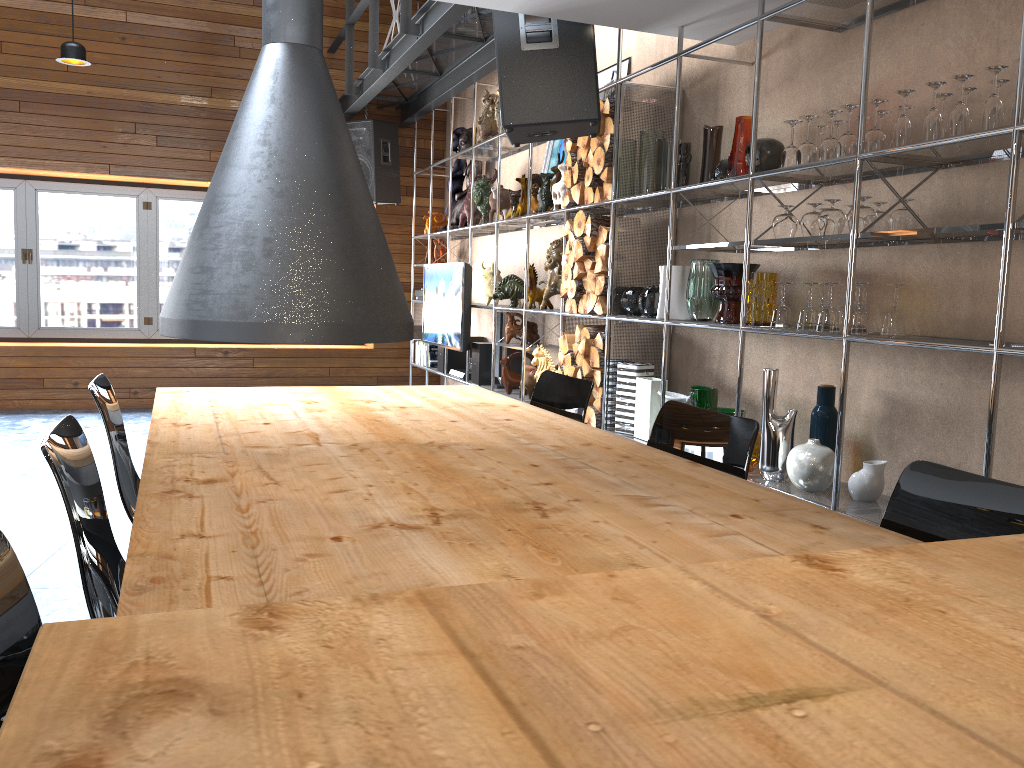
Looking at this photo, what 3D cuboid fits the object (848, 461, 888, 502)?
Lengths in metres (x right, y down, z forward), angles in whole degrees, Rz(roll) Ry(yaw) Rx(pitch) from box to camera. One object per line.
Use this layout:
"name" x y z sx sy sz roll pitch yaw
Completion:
"object" 1.227 0.333 3.064 0.100 0.142 0.102 -3 8 -41

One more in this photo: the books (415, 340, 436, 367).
"books" -0.743 -0.272 7.947 0.139 0.208 0.461 0 6 -21

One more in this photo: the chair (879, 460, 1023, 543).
"chair" 0.572 0.568 1.381 0.599 0.825 0.527 0 6 -21

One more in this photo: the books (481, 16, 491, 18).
"books" -0.204 -2.807 6.525 0.137 0.216 0.049 0 6 -21

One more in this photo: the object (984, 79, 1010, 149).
"object" 1.414 -0.787 2.593 0.060 0.191 0.060 3 6 15

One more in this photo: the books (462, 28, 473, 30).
"books" -0.306 -2.845 6.840 0.164 0.219 0.010 0 6 -21

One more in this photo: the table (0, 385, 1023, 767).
"table" 0.346 0.592 0.587 1.185 0.927 6.000 0 6 -21

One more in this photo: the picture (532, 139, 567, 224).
"picture" 0.298 -1.368 5.753 0.136 0.625 0.544 0 6 -21

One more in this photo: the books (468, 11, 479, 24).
"books" -0.276 -2.816 6.665 0.111 0.198 0.008 0 6 -21

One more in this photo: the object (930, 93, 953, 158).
"object" 1.343 -0.809 2.781 0.060 0.191 0.060 2 6 5

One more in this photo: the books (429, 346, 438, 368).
"books" -0.656 -0.238 7.759 0.138 0.185 0.081 0 6 -21

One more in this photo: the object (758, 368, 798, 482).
"object" 1.010 0.155 3.358 0.129 0.420 0.129 0 6 -17

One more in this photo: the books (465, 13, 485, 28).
"books" -0.280 -2.837 6.755 0.161 0.223 0.017 0 6 -21

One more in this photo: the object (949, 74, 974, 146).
"object" 1.288 -0.786 2.551 0.060 0.191 0.060 2 6 5

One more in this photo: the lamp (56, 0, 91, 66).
"lamp" -2.876 -2.908 5.788 0.210 1.565 0.210 4 6 17

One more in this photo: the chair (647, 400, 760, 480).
"chair" 0.267 0.475 2.186 0.599 0.825 0.527 0 6 -21

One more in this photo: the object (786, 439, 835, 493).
"object" 1.077 0.292 3.181 0.177 0.188 0.177 4 6 20

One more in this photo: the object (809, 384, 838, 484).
"object" 1.165 0.189 3.316 0.099 0.372 0.099 5 7 28

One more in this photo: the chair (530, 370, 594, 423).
"chair" -0.038 0.381 2.990 0.599 0.825 0.527 0 6 -21

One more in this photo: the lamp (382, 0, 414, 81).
"lamp" -0.917 -2.909 7.013 0.475 1.002 0.475 2 6 3

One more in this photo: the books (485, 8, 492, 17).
"books" -0.200 -2.793 6.511 0.138 0.191 0.049 0 6 -21

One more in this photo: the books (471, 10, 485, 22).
"books" -0.232 -2.819 6.625 0.155 0.215 0.055 0 6 -21

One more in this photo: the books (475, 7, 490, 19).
"books" -0.209 -2.803 6.538 0.131 0.205 0.051 0 6 -21

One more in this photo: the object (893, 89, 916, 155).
"object" 1.212 -0.810 2.752 0.060 0.191 0.060 2 6 5

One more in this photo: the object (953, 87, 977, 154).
"object" 1.374 -0.799 2.698 0.060 0.191 0.060 2 6 5

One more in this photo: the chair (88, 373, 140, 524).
"chair" -0.937 0.397 2.562 0.599 0.825 0.527 0 6 -21

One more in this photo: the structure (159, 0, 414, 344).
"structure" -0.934 -2.196 3.918 1.197 5.699 1.689 0 6 -21

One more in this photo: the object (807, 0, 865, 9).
"object" 1.198 -1.406 3.046 0.322 0.164 0.312 -2 7 -33

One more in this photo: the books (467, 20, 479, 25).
"books" -0.274 -2.833 6.679 0.122 0.230 0.017 0 6 -21

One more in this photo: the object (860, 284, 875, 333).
"object" 1.232 -0.265 3.110 0.081 0.170 0.081 -1 6 -25

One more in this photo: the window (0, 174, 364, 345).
"window" -4.163 -1.070 7.615 5.936 1.521 0.101 0 6 -21

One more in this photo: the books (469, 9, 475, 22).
"books" -0.271 -2.804 6.659 0.112 0.177 0.009 0 6 -21

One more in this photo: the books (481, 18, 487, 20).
"books" -0.207 -2.810 6.569 0.137 0.216 0.049 0 6 -21

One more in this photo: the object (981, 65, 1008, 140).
"object" 1.328 -0.774 2.447 0.060 0.191 0.060 2 6 5

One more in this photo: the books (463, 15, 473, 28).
"books" -0.312 -2.815 6.784 0.119 0.172 0.014 0 6 -21

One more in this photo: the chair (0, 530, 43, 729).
"chair" -0.326 0.584 0.953 0.599 0.825 0.527 0 6 -21

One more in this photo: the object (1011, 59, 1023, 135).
"object" 1.361 -0.764 2.361 0.060 0.191 0.060 2 6 5

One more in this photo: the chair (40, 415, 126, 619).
"chair" -0.632 0.491 1.757 0.599 0.825 0.527 0 6 -21

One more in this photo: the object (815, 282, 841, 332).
"object" 1.101 -0.266 3.078 0.081 0.170 0.081 -1 6 -25

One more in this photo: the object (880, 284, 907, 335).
"object" 1.290 -0.251 2.988 0.081 0.170 0.081 2 6 5

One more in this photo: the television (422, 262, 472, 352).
"television" -0.491 -0.603 6.788 0.115 0.638 1.075 0 6 -20

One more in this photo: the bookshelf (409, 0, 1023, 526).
"bookshelf" 1.225 -2.289 2.962 0.421 6.218 10.740 0 6 -21

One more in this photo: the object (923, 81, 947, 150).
"object" 1.254 -0.797 2.641 0.060 0.191 0.060 2 6 5

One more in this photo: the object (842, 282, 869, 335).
"object" 1.143 -0.251 2.943 0.081 0.170 0.081 2 6 5

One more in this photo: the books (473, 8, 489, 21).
"books" -0.224 -2.811 6.577 0.133 0.218 0.051 0 6 -21

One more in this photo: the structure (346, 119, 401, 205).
"structure" -1.243 -1.913 7.721 0.461 0.735 0.488 5 7 29

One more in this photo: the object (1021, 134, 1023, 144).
"object" 1.453 -0.775 2.489 0.060 0.191 0.060 2 6 5

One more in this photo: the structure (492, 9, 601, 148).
"structure" 0.160 -1.483 4.023 0.506 0.744 0.460 2 6 5

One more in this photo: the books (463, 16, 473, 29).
"books" -0.312 -2.831 6.796 0.127 0.201 0.011 0 6 -21

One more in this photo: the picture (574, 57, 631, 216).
"picture" 0.528 -1.426 5.224 0.090 0.863 0.530 0 6 -21
